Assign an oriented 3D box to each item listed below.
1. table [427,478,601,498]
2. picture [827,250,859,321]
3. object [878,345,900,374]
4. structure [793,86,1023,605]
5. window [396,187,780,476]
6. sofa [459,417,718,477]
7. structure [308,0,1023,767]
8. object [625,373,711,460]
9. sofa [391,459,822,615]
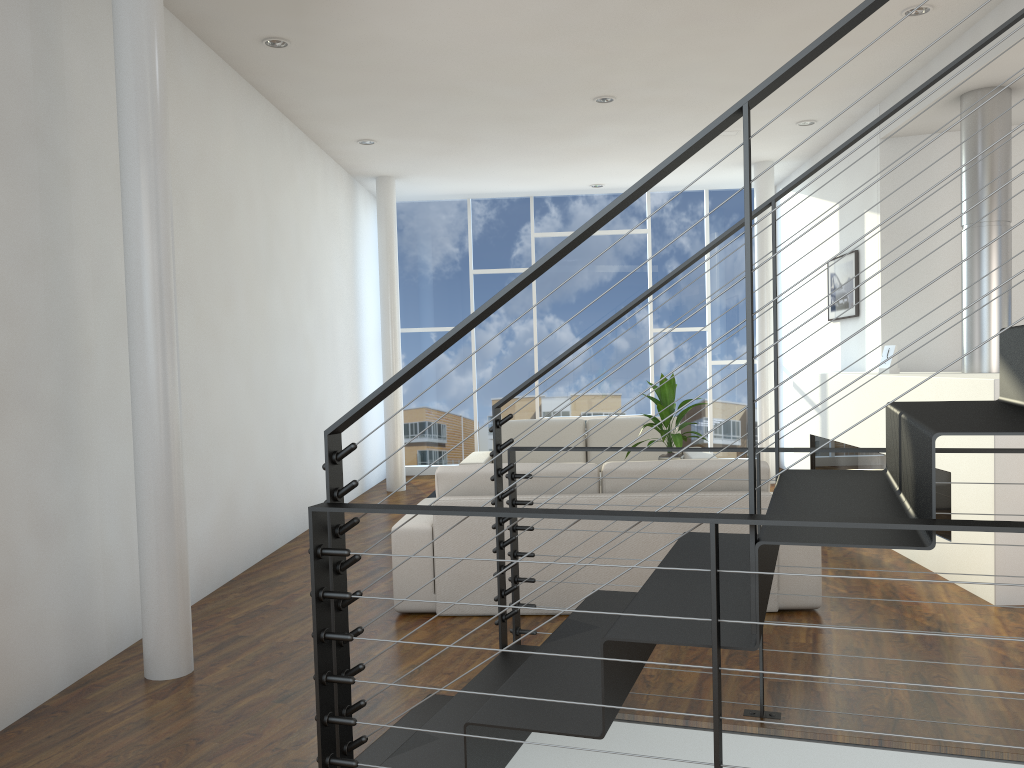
[{"bbox_3d":[0.393,0.692,4.762,1.608,0.285,0.660,-2,1,4],"label":"table"},{"bbox_3d":[2.180,-0.638,5.850,0.020,0.416,0.574,-1,2,3],"label":"picture"},{"bbox_3d":[2.026,-0.132,4.764,0.061,0.151,0.100,-2,2,-10],"label":"object"},{"bbox_3d":[2.205,-0.311,4.604,0.750,2.208,2.747,-2,2,3],"label":"structure"},{"bbox_3d":[0.542,-2.020,7.667,3.415,5.641,0.090,-2,3,3],"label":"window"},{"bbox_3d":[0.494,0.522,5.830,1.611,0.566,0.801,-2,2,4],"label":"sofa"},{"bbox_3d":[1.668,0.394,1.427,4.362,6.304,1.092,-1,3,19],"label":"structure"},{"bbox_3d":[0.849,0.237,4.671,0.432,0.602,0.457,-2,2,-12],"label":"object"},{"bbox_3d":[0.366,0.570,3.699,1.611,0.566,0.801,-2,2,4],"label":"sofa"}]
